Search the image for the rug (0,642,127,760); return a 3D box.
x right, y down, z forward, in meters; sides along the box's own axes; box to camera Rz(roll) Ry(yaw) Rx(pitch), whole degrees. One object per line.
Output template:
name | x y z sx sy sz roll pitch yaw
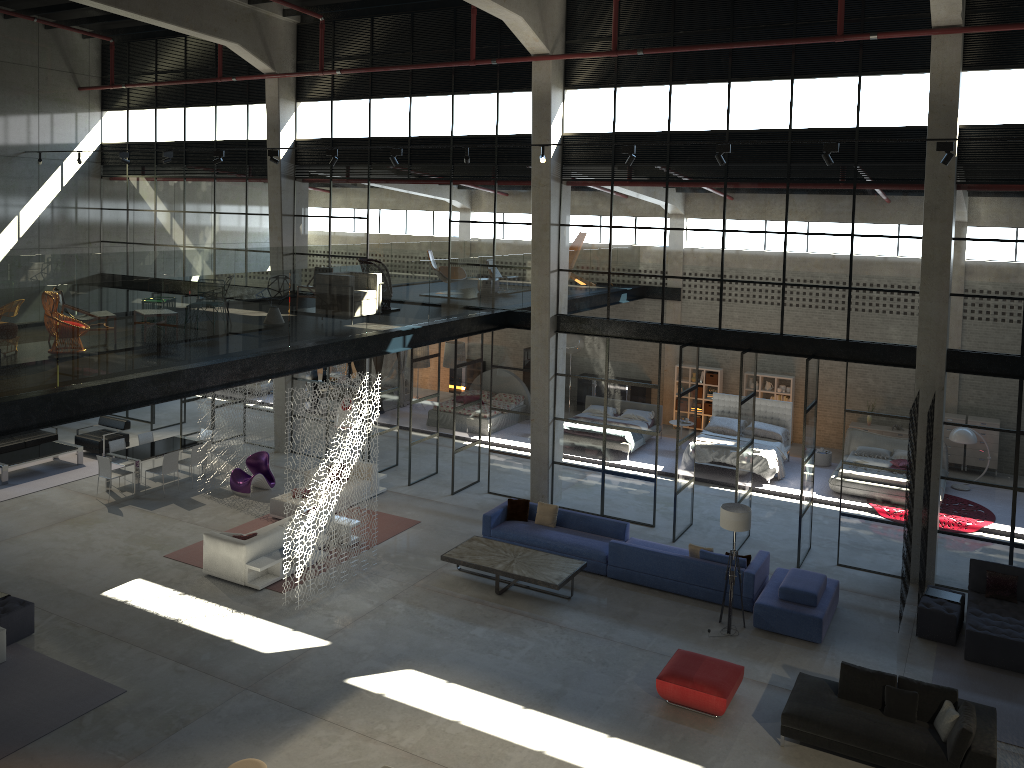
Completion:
rug | -6.634 3.810 9.541 2.660 0.020 3.670 8 13 28

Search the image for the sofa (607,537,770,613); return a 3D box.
sofa | 2.800 2.821 13.958 2.347 0.715 1.065 7 10 28

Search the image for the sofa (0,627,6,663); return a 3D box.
sofa | -8.060 3.315 9.641 1.834 0.860 4.198 7 12 28

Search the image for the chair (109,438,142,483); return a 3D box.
chair | -8.010 1.625 18.161 0.547 0.863 0.423 4 5 29

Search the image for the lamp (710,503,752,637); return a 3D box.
lamp | 3.096 2.634 12.364 0.431 1.728 0.673 3 4 26

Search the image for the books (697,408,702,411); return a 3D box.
books | 5.042 0.667 23.846 0.283 0.054 0.232 7 12 28

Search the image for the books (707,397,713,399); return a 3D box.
books | 5.408 0.358 23.619 0.257 0.070 0.216 7 12 28

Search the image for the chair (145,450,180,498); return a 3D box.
chair | -7.007 1.761 17.611 0.547 0.863 0.423 4 5 29

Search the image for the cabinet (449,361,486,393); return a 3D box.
cabinet | -1.391 -0.159 27.296 1.045 1.150 0.453 5 5 29

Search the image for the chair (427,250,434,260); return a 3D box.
chair | -1.496 -2.677 20.963 0.978 1.018 0.800 -3 8 -33

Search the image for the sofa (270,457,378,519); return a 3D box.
sofa | -3.618 2.056 17.083 0.946 0.661 2.171 6 11 28

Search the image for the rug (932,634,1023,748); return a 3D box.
rug | 7.096 3.967 10.591 3.646 0.020 2.677 8 13 28

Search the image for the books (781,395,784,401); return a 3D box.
books | 7.016 0.443 22.719 0.056 0.338 0.255 3 6 28

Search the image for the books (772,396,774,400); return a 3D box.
books | 6.768 0.457 22.806 0.061 0.263 0.188 3 6 28

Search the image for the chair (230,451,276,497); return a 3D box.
chair | -5.277 1.813 17.886 0.659 0.741 0.804 5 8 28

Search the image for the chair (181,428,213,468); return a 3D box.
chair | -6.848 1.472 19.088 0.422 0.863 0.549 4 6 28

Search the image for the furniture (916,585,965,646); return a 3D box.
furniture | 6.180 3.309 12.635 0.512 0.450 0.969 7 11 33

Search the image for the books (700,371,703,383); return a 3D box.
books | 5.161 -0.204 23.749 0.087 0.317 0.255 3 6 28

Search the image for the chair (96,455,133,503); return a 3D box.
chair | -7.833 1.801 17.297 0.422 0.863 0.549 4 6 28

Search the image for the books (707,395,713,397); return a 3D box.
books | 5.410 0.315 23.613 0.250 0.019 0.217 8 13 28

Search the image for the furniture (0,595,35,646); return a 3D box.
furniture | -6.953 3.133 11.759 0.963 0.451 0.515 6 9 23

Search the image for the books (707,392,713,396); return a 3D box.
books | 5.410 0.280 23.615 0.257 0.046 0.216 7 12 28

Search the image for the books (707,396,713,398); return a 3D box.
books | 5.408 0.337 23.619 0.253 0.025 0.210 8 13 28

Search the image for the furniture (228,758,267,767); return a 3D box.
furniture | -2.578 3.925 8.495 0.401 0.396 0.406 4 8 18

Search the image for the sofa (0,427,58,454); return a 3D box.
sofa | -11.388 1.347 19.385 0.824 0.749 2.480 6 11 28

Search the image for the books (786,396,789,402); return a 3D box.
books | 7.125 0.484 22.660 0.027 0.285 0.255 3 7 28

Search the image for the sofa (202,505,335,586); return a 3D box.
sofa | -3.958 2.563 14.480 0.952 0.662 2.162 6 11 28

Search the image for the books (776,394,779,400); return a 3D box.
books | 6.912 0.434 22.776 0.069 0.332 0.255 3 6 28

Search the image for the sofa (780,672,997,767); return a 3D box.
sofa | 4.142 3.782 9.685 2.117 0.556 1.093 7 11 29

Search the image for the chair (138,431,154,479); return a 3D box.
chair | -7.673 1.512 18.774 0.547 0.863 0.423 4 5 29

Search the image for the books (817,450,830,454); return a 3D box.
books | 7.312 1.584 20.585 0.229 0.046 0.303 9 13 34

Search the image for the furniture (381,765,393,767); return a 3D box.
furniture | -1.006 4.134 7.657 1.455 0.395 1.554 7 12 28

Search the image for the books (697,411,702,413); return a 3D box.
books | 5.041 0.723 23.849 0.310 0.054 0.232 7 12 28

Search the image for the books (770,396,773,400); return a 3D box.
books | 6.733 0.448 22.819 0.089 0.273 0.188 4 6 28

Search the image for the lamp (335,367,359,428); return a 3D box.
lamp | -3.016 0.218 16.078 0.442 1.091 0.442 5 5 37

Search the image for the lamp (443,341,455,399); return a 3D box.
lamp | -1.607 -0.244 25.324 0.802 1.907 0.689 0 4 -20

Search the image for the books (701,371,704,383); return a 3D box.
books | 5.190 -0.200 23.733 0.087 0.317 0.255 3 6 28

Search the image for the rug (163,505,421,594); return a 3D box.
rug | -3.726 2.715 15.443 2.660 0.020 3.670 8 13 28

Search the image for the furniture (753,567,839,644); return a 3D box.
furniture | 4.200 3.119 12.892 0.954 0.548 1.554 6 11 28

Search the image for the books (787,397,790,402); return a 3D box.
books | 7.142 0.495 22.642 0.022 0.272 0.255 3 7 28

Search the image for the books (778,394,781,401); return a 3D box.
books | 6.953 0.439 22.754 0.059 0.331 0.255 3 6 28

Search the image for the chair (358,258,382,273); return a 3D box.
chair | -2.714 -1.981 17.396 0.687 0.978 0.838 1 7 -1

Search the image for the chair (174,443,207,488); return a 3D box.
chair | -6.670 1.648 18.224 0.547 0.863 0.423 4 5 29

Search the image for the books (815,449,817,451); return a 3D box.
books | 7.120 1.558 20.748 0.135 0.020 0.195 7 13 28

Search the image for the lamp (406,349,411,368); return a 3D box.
lamp | -2.640 -0.244 25.187 0.802 1.907 0.689 0 4 -20

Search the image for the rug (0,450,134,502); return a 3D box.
rug | -10.098 1.863 18.878 2.422 0.025 3.429 8 13 28

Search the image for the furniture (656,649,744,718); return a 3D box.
furniture | 2.297 3.631 10.677 0.859 0.372 0.864 7 11 28

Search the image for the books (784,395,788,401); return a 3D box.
books | 7.082 0.458 22.683 0.036 0.329 0.255 3 6 28

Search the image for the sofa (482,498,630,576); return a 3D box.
sofa | 0.748 2.599 15.098 2.347 0.598 1.065 7 11 28

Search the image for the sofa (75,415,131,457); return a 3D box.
sofa | -9.461 1.221 20.278 0.955 0.752 0.829 6 9 28

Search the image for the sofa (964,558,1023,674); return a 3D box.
sofa | 8.255 3.391 11.445 4.171 0.861 1.845 8 11 28

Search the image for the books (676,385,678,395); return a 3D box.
books | 4.549 0.152 24.068 0.019 0.259 0.177 3 6 28
